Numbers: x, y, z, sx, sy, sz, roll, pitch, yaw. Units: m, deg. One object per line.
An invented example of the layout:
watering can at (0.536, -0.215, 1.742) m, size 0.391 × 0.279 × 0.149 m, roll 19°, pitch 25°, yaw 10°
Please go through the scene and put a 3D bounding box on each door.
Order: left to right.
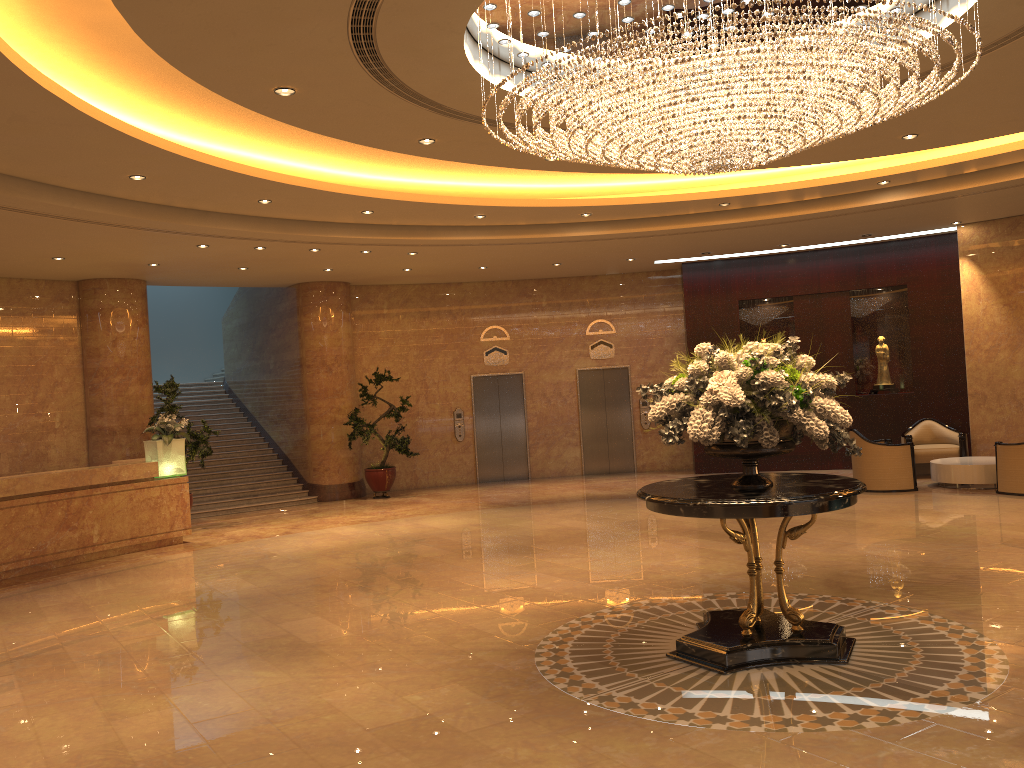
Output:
door at (-0.232, 0.859, 17.629) m, size 1.070 × 2.145 × 0.150 m, roll -4°, pitch 0°, yaw -8°
door at (1.885, 0.728, 17.753) m, size 1.070 × 2.149 × 0.150 m, roll -4°, pitch 0°, yaw 2°

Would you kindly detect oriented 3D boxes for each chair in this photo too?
chair at (5.440, 1.101, 13.146) m, size 0.769 × 0.916 × 0.951 m, roll -4°, pitch 0°, yaw 2°
chair at (6.739, 1.023, 14.201) m, size 0.951 × 0.916 × 0.769 m, roll -4°, pitch 0°, yaw 17°
chair at (7.058, 0.993, 11.822) m, size 0.951 × 0.916 × 0.769 m, roll -4°, pitch 0°, yaw -18°

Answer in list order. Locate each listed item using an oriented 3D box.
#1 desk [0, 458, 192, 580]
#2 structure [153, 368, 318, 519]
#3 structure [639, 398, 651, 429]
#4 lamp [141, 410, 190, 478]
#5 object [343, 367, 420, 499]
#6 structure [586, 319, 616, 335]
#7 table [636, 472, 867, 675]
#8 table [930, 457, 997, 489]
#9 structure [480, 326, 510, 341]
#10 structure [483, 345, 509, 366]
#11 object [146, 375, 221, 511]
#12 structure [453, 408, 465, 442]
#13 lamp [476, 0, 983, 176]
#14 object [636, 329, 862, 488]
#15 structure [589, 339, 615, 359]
desk at (-6.254, 1.689, 6.550) m, size 3.466 × 1.155 × 12.951 m, roll -4°, pitch 0°, yaw 1°
structure at (-6.641, -0.449, 18.112) m, size 9.849 × 5.560 × 7.472 m, roll -3°, pitch 0°, yaw -33°
structure at (2.646, 0.572, 17.627) m, size 0.200 × 0.661 × 0.053 m, roll -4°, pitch 0°, yaw 6°
lamp at (-4.734, 0.815, 12.229) m, size 0.532 × 0.897 × 0.606 m, roll -4°, pitch 0°, yaw 35°
object at (-2.371, 0.878, 15.964) m, size 1.250 × 2.363 × 0.843 m, roll -4°, pitch 0°, yaw -12°
structure at (1.766, -1.143, 17.708) m, size 0.600 × 0.293 × 0.010 m, roll -4°, pitch 0°, yaw 2°
table at (1.622, 1.221, 5.975) m, size 1.493 × 1.089 × 1.493 m, roll -3°, pitch 0°, yaw -40°
table at (6.781, 1.296, 12.962) m, size 1.196 × 0.354 × 1.196 m, roll -4°, pitch 0°, yaw -7°
structure at (-0.341, -1.011, 17.595) m, size 0.600 × 0.293 × 0.010 m, roll -4°, pitch 0°, yaw -9°
structure at (-0.313, -0.565, 17.594) m, size 0.504 × 0.405 × 0.012 m, roll -4°, pitch 0°, yaw -9°
object at (-5.139, 1.043, 13.610) m, size 1.250 × 2.363 × 0.843 m, roll -4°, pitch 0°, yaw 37°
structure at (-1.033, 0.803, 17.419) m, size 0.200 × 0.661 × 0.053 m, roll -4°, pitch 0°, yaw -12°
lamp at (1.383, -2.059, 6.034) m, size 3.204 × 1.196 × 3.206 m, roll -4°, pitch 0°, yaw 3°
object at (1.542, 0.181, 5.946) m, size 1.318 × 0.999 × 1.277 m, roll -4°, pitch 0°, yaw -3°
structure at (1.796, -0.697, 17.708) m, size 0.504 × 0.405 × 0.012 m, roll -4°, pitch 0°, yaw 2°
